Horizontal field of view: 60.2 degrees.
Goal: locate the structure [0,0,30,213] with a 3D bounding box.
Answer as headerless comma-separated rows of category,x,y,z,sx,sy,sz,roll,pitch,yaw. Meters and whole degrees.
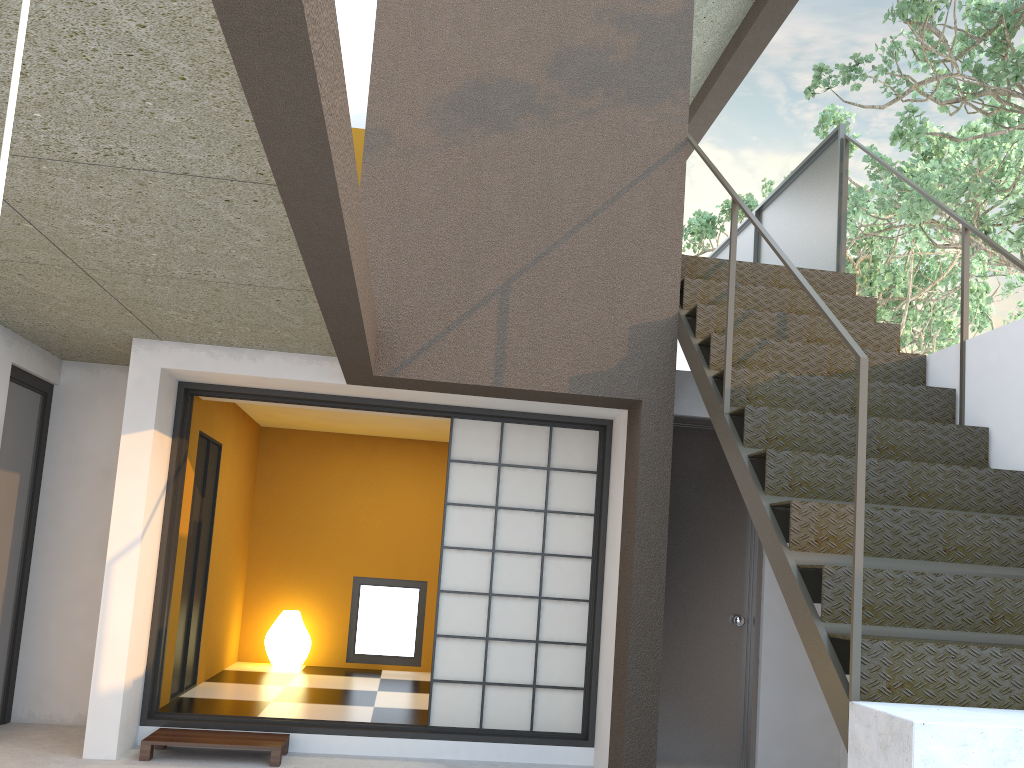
structure,-0.840,0.010,1.004,0.462,1.847,0.130,5,-6,-6

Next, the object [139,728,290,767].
object,-1.573,1.940,4.721,0.703,0.099,0.354,5,-11,-6

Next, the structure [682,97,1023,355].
structure,4.232,-0.465,11.761,5.538,4.651,7.358,9,-11,-26

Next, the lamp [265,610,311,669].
lamp,-1.902,2.178,7.502,0.388,0.495,0.398,7,-9,-17

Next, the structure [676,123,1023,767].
structure,1.395,0.234,5.140,1.159,3.900,6.630,5,-10,-6

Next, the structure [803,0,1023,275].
structure,4.410,-1.681,5.176,4.357,3.660,5.789,9,-11,-26
